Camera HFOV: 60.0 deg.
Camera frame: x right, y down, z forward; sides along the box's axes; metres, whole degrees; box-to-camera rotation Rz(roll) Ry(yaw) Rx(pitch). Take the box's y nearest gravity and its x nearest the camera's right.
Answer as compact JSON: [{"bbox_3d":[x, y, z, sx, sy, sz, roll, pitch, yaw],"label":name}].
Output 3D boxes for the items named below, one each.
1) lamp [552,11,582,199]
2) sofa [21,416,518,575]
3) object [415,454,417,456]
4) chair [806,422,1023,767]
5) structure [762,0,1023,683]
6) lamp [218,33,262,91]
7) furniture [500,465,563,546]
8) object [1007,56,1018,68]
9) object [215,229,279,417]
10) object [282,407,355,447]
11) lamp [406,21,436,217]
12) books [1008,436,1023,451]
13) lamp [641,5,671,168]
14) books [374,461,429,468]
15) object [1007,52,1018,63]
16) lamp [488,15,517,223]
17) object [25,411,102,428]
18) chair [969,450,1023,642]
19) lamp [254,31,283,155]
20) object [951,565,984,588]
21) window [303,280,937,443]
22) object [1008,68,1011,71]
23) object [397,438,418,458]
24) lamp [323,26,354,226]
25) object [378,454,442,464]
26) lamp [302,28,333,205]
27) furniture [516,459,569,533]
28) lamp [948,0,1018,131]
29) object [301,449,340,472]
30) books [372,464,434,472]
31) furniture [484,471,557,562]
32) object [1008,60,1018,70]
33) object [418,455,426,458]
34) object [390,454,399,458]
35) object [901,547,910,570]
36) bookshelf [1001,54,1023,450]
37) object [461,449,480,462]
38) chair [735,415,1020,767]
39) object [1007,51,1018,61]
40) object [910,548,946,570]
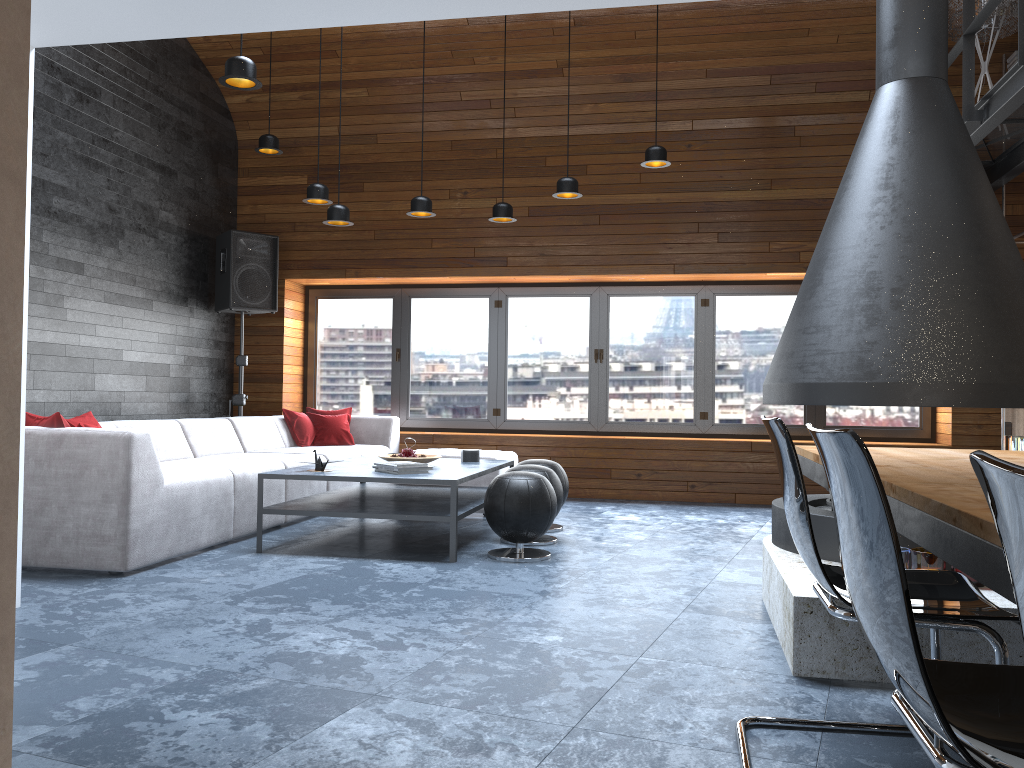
[{"bbox_3d":[0.400,-2.267,6.195,0.210,1.911,0.210,2,-1,-41],"label":"lamp"},{"bbox_3d":[-1.270,0.598,6.073,2.205,0.693,4.035,1,-1,11],"label":"sofa"},{"bbox_3d":[-0.637,0.471,5.675,0.062,0.062,0.060,1,-1,-28],"label":"object"},{"bbox_3d":[0.684,0.475,1.246,0.599,0.825,0.527,1,-1,11],"label":"chair"},{"bbox_3d":[1.666,-1.909,3.555,1.197,5.700,1.689,1,-1,11],"label":"structure"},{"bbox_3d":[-1.337,-3.112,4.478,0.210,3.209,0.210,0,-1,33],"label":"lamp"},{"bbox_3d":[0.109,0.719,5.355,0.402,0.462,0.401,0,-1,31],"label":"furniture"},{"bbox_3d":[3.946,-2.459,6.762,0.252,0.028,0.180,1,-1,11],"label":"object"},{"bbox_3d":[-2.459,-0.189,7.862,0.639,2.299,0.686,2,-1,-41],"label":"object"},{"bbox_3d":[-1.614,0.379,7.659,0.528,0.354,0.742,1,-1,11],"label":"object"},{"bbox_3d":[-0.628,-2.219,6.306,0.210,2.034,0.210,2,-1,-41],"label":"lamp"},{"bbox_3d":[3.857,0.503,6.614,0.139,0.208,0.461,1,-1,11],"label":"books"},{"bbox_3d":[1.020,-2.324,6.236,0.210,1.565,0.210,2,-1,-41],"label":"lamp"},{"bbox_3d":[-0.633,0.459,5.055,0.210,0.017,0.265,2,-1,-37],"label":"books"},{"bbox_3d":[3.953,-2.501,6.778,0.246,0.016,0.182,1,-1,11],"label":"object"},{"bbox_3d":[-0.055,-2.221,6.614,0.210,2.003,0.210,2,-1,-41],"label":"lamp"},{"bbox_3d":[-2.201,0.317,4.635,0.528,0.354,0.742,1,-1,11],"label":"object"},{"bbox_3d":[0.519,0.458,0.397,0.599,0.825,0.527,1,-1,11],"label":"chair"},{"bbox_3d":[-1.854,-2.467,6.811,0.210,1.369,0.210,2,-1,-41],"label":"lamp"},{"bbox_3d":[1.550,0.624,3.012,0.114,0.117,0.114,1,-1,-4],"label":"object"},{"bbox_3d":[0.805,-0.233,8.224,5.936,1.522,0.101,1,-1,11],"label":"window"},{"bbox_3d":[3.948,-2.420,6.760,0.246,0.016,0.182,1,-1,11],"label":"object"},{"bbox_3d":[-0.658,0.423,5.600,0.118,0.172,0.105,1,-1,-27],"label":"object"},{"bbox_3d":[-1.170,-2.234,6.082,0.210,2.273,0.210,2,-1,-41],"label":"lamp"},{"bbox_3d":[-0.642,0.482,5.586,0.395,0.061,0.395,1,-1,3],"label":"object"},{"bbox_3d":[-1.358,-2.305,6.283,0.210,2.036,0.210,2,-1,-41],"label":"lamp"},{"bbox_3d":[0.175,0.729,5.877,0.401,0.462,0.402,2,-1,-39],"label":"furniture"},{"bbox_3d":[3.328,-2.226,6.242,0.475,1.002,0.475,0,-1,35],"label":"lamp"},{"bbox_3d":[-1.094,0.439,5.064,0.250,0.117,0.240,0,-1,19],"label":"object"},{"bbox_3d":[-0.626,0.479,5.098,0.239,0.021,0.299,2,-1,-37],"label":"books"},{"bbox_3d":[0.045,0.709,4.849,0.401,0.462,0.402,0,-1,26],"label":"furniture"},{"bbox_3d":[3.948,-2.436,6.761,0.246,0.016,0.182,1,-1,11],"label":"object"},{"bbox_3d":[-0.557,0.470,5.524,0.061,0.061,0.063,1,-1,10],"label":"object"},{"bbox_3d":[-0.737,0.467,5.539,0.064,0.062,0.061,0,-1,42],"label":"object"},{"bbox_3d":[1.299,0.620,3.033,0.114,0.117,0.114,1,-1,-4],"label":"object"},{"bbox_3d":[3.008,-2.183,1.630,0.421,6.220,10.738,1,-1,11],"label":"bookshelf"},{"bbox_3d":[-0.282,0.485,6.001,0.126,0.081,0.126,1,-1,-16],"label":"object"},{"bbox_3d":[0.848,0.492,2.096,0.599,0.825,0.527,1,-1,11],"label":"chair"},{"bbox_3d":[3.955,-2.516,6.789,0.246,0.016,0.182,1,-1,11],"label":"object"},{"bbox_3d":[1.407,0.621,2.999,0.114,0.117,0.114,1,-1,-4],"label":"object"}]
